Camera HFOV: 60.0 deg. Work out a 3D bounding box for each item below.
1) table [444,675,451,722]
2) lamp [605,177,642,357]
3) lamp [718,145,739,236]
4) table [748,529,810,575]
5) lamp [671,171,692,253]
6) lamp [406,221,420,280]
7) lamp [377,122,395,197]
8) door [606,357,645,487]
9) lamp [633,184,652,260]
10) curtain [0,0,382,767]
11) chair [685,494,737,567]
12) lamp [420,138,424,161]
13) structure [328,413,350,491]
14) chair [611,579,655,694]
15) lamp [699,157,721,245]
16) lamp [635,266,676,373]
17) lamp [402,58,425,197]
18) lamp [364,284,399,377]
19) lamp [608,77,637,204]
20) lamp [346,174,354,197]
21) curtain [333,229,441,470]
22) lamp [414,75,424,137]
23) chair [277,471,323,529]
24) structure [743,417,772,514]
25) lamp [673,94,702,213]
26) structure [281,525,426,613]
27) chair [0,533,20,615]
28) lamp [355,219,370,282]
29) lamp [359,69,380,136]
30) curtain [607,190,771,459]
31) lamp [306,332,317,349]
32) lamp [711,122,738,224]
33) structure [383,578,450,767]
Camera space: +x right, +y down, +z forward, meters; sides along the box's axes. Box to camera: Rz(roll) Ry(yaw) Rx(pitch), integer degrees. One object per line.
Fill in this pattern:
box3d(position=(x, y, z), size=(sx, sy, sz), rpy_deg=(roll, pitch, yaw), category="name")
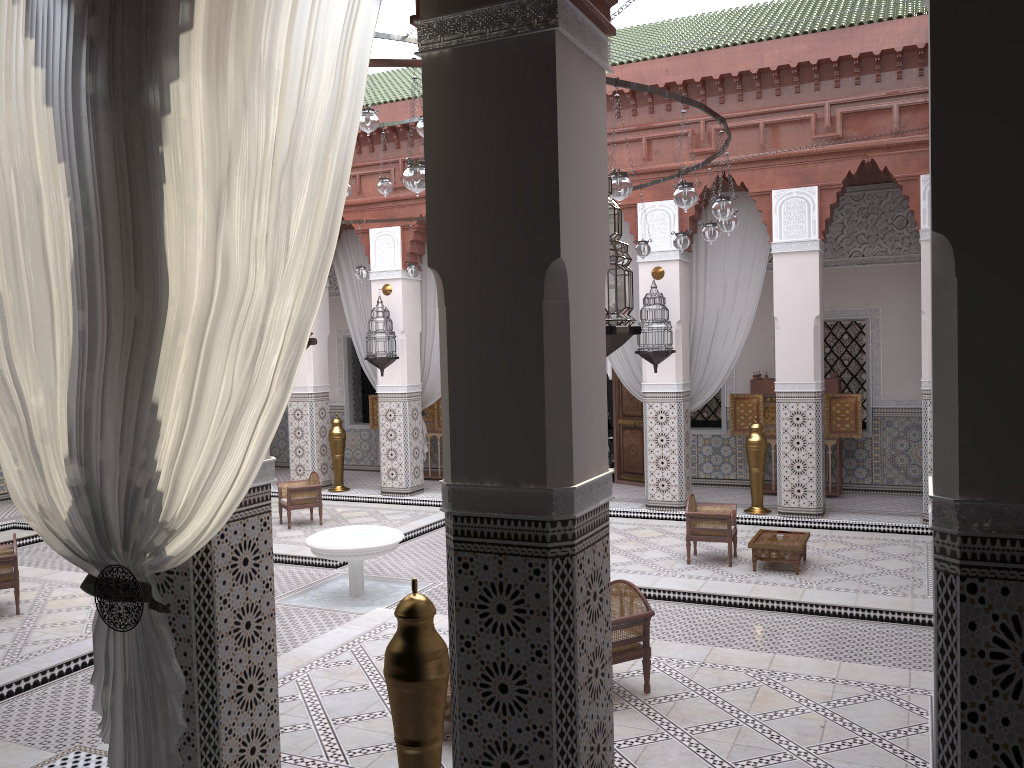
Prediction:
box3d(position=(-0.111, 0.855, 2.442), size=(0.229, 0.142, 0.330), rpy_deg=(0, 2, 25), category="table")
box3d(position=(0.133, -0.258, 1.732), size=(0.216, 0.552, 0.221), rpy_deg=(0, 2, 25), category="lamp")
box3d(position=(0.853, -0.766, 3.464), size=(0.090, 0.371, 0.091), rpy_deg=(-3, 3, -40), category="lamp")
box3d(position=(1.217, 0.757, 4.029), size=(0.229, 0.142, 0.330), rpy_deg=(0, 2, 25), category="table")
box3d(position=(0.785, -0.789, 4.078), size=(0.091, 0.371, 0.090), rpy_deg=(0, 2, 25), category="lamp")
box3d(position=(-0.588, -0.799, 5.244), size=(0.091, 0.371, 0.090), rpy_deg=(-2, 2, -20), category="lamp")
box3d(position=(-0.639, -1.126, 4.465), size=(0.091, 0.371, 0.090), rpy_deg=(-3, 3, -25), category="lamp")
box3d(position=(0.460, -0.035, 6.406), size=(1.244, 1.461, 0.419), rpy_deg=(0, 2, 25), category="door")
box3d(position=(0.649, -0.796, 4.358), size=(0.091, 0.371, 0.090), rpy_deg=(0, 2, 25), category="lamp")
box3d(position=(-0.743, -0.052, 1.689), size=(1.304, 1.761, 0.137), rpy_deg=(0, 2, 25), category="curtain")
box3d(position=(0.935, 0.674, 4.149), size=(0.208, 0.313, 0.263), rpy_deg=(-1, 2, 21), category="chair")
box3d(position=(-0.419, -1.127, 4.356), size=(0.091, 0.371, 0.090), rpy_deg=(-2, 2, -5), category="lamp")
box3d(position=(-1.221, 0.473, 6.216), size=(0.156, 0.539, 0.156), rpy_deg=(-2, 2, -3), category="structure")
box3d(position=(0.264, 0.752, 2.625), size=(0.208, 0.313, 0.263), rpy_deg=(-3, 3, -29), category="chair")
box3d(position=(0.853, -0.778, 3.774), size=(0.091, 0.371, 0.090), rpy_deg=(0, 3, 40), category="lamp")
box3d(position=(0.809, -0.371, 5.029), size=(0.216, 0.618, 0.217), rpy_deg=(0, 2, 25), category="lamp")
box3d(position=(-0.270, -0.695, 2.403), size=(0.091, 0.371, 0.090), rpy_deg=(0, 3, 40), category="lamp")
box3d(position=(-0.858, -0.358, 5.800), size=(0.216, 0.618, 0.217), rpy_deg=(0, 2, 25), category="lamp")
box3d(position=(0.320, -0.719, 2.618), size=(0.090, 0.371, 0.091), rpy_deg=(-1, 2, 10), category="lamp")
box3d(position=(-0.855, -1.122, 4.507), size=(0.091, 0.371, 0.090), rpy_deg=(-3, 3, -40), category="lamp")
box3d(position=(-0.712, -0.230, 6.159), size=(1.304, 1.761, 0.048), rpy_deg=(0, 2, 25), category="curtain")
box3d(position=(-0.322, -1.087, 3.283), size=(0.091, 0.371, 0.090), rpy_deg=(-2, 2, -20), category="lamp")
box3d(position=(-1.265, 0.686, 5.294), size=(0.208, 0.313, 0.263), rpy_deg=(-3, 3, -29), category="chair")
box3d(position=(1.383, 0.452, 5.012), size=(0.156, 0.539, 0.156), rpy_deg=(0, 3, 30), category="structure")
box3d(position=(0.556, -0.733, 2.818), size=(0.090, 0.371, 0.091), rpy_deg=(-1, 2, 10), category="lamp")
box3d(position=(-0.702, 0.821, 3.962), size=(0.528, 0.310, 0.501), rpy_deg=(0, 2, 25), category="structure")
box3d(position=(-2.123, 0.776, 3.604), size=(0.208, 0.313, 0.263), rpy_deg=(-3, 3, -29), category="chair")
box3d(position=(-0.898, -0.792, 5.286), size=(0.091, 0.371, 0.090), rpy_deg=(-3, 3, -30), category="lamp")
box3d(position=(-0.527, -1.078, 3.175), size=(0.091, 0.371, 0.090), rpy_deg=(-2, 2, 0), category="lamp")
box3d(position=(0.968, -0.242, 5.362), size=(1.304, 1.761, 0.048), rpy_deg=(0, 2, 25), category="curtain")
box3d(position=(-0.576, -0.253, 2.060), size=(0.216, 0.552, 0.221), rpy_deg=(0, 2, 25), category="lamp")
box3d(position=(0.744, -0.749, 3.104), size=(0.090, 0.371, 0.091), rpy_deg=(-1, 2, 10), category="lamp")
box3d(position=(-0.173, 0.627, 1.643), size=(0.156, 0.539, 0.156), rpy_deg=(1, 3, 42), category="structure")
